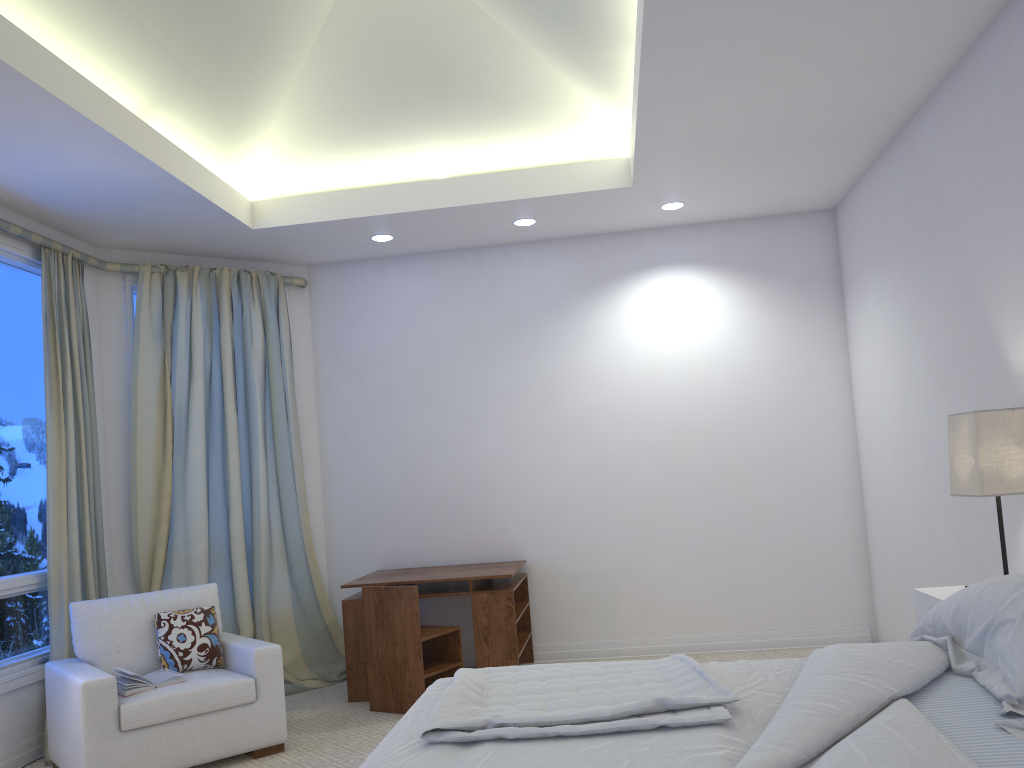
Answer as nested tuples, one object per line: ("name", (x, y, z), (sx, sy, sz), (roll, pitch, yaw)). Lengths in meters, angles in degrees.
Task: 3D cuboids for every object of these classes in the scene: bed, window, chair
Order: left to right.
("window", (-2.067, 0.115, 2.130), (0.814, 2.018, 6.870), (-5, -6, 6))
("window", (-2.342, 0.320, 3.815), (0.206, 2.020, 1.518), (-5, -4, 6))
("chair", (-1.491, 1.256, 3.799), (0.806, 0.702, 0.690), (-1, -6, -39))
("chair", (-0.489, 1.294, 4.428), (0.341, 0.608, 0.340), (-7, -5, 31))
("bed", (0.649, 0.812, 1.760), (2.020, 0.812, 1.976), (-5, -6, 6))

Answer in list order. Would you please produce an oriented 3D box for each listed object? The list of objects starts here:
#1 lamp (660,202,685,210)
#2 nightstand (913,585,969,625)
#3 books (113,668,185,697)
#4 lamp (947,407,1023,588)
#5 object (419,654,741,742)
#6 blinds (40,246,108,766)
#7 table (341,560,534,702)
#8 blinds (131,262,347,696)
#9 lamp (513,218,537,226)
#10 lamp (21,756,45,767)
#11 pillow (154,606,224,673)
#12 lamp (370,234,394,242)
("lamp", (0.877, -0.965, 4.836), (0.137, 0.014, 0.138), (-2, -7, -22))
("nightstand", (1.451, 0.855, 1.734), (0.400, 0.597, 2.559), (-5, -6, 6))
("books", (-1.488, 1.190, 3.606), (0.237, 0.088, 0.194), (1, -8, -42))
("lamp", (1.580, 0.376, 2.876), (0.210, 0.580, 0.211), (-5, -4, 1))
("object", (0.171, 0.953, 2.272), (0.718, 0.465, 0.917), (-5, -6, 2))
("blinds", (-2.025, 0.503, 4.280), (0.295, 2.382, 0.782), (-5, -3, 1))
("table", (-0.381, 1.343, 4.904), (0.900, 0.598, 0.743), (-5, -5, 6))
("blinds", (-1.603, 0.520, 4.866), (1.769, 2.410, 0.297), (-1, -4, -37))
("lamp", (0.072, -0.893, 4.926), (0.137, 0.014, 0.138), (-2, -7, -22))
("lamp", (-2.149, 1.086, 4.072), (0.319, 1.202, 2.374), (-4, -6, -5))
("pillow", (-1.424, 1.133, 3.912), (0.275, 0.272, 0.136), (-1, -5, -39))
("lamp", (-0.734, -0.821, 5.016), (0.137, 0.014, 0.138), (-2, -7, -22))
